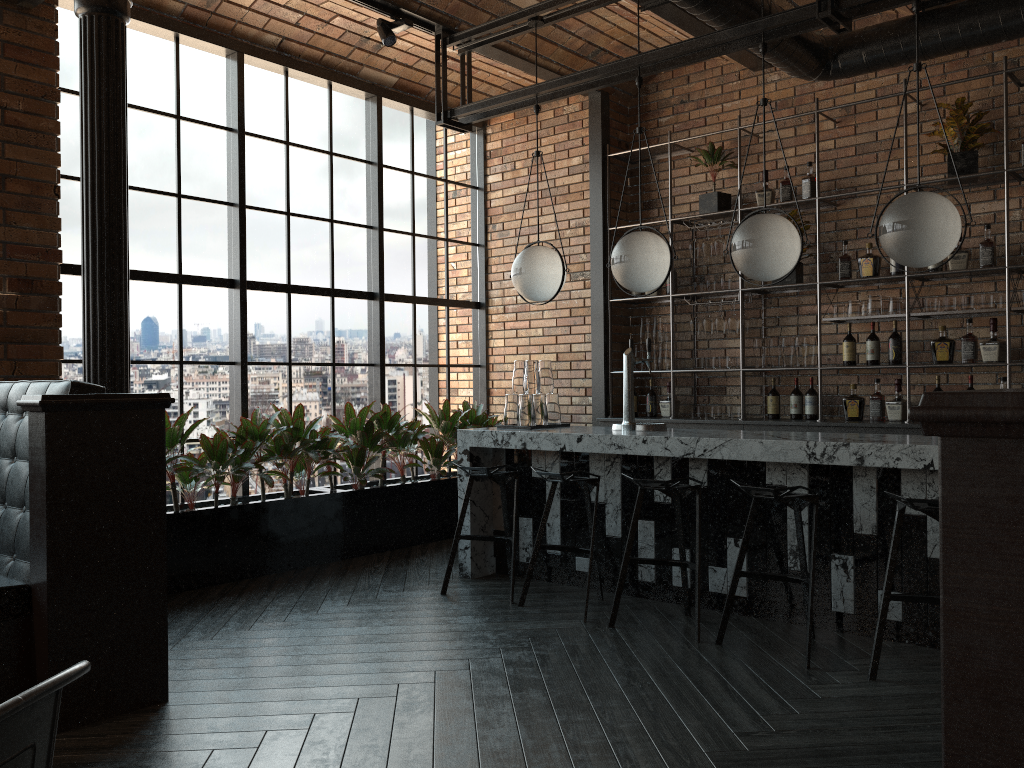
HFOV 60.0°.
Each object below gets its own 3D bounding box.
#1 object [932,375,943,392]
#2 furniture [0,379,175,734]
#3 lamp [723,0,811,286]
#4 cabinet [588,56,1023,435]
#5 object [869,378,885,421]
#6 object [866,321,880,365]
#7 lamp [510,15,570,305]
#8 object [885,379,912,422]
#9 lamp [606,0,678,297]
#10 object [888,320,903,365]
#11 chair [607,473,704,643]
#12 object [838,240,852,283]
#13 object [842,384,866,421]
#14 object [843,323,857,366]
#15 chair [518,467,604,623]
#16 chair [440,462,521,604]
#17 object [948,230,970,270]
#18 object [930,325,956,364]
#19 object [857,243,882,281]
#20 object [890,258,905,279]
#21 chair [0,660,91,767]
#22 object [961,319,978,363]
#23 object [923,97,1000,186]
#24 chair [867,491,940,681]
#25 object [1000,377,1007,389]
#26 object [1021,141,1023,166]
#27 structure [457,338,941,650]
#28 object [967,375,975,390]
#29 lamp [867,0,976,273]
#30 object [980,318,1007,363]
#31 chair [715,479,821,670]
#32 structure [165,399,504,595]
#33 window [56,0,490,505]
[{"bbox_3d":[2.691,0.093,5.599,0.086,0.297,0.086,-1,0,-16],"label":"object"},{"bbox_3d":[-3.776,0.610,1.889,1.979,1.212,5.451,-1,0,40],"label":"furniture"},{"bbox_3d":[1.271,-1.372,4.473,0.340,1.754,0.340,-1,0,-4],"label":"lamp"},{"bbox_3d":[2.017,-0.677,6.149,7.075,3.779,0.564,-1,0,40],"label":"cabinet"},{"bbox_3d":[2.417,0.104,5.867,0.083,0.282,0.083,-1,0,41],"label":"object"},{"bbox_3d":[2.407,-0.268,5.912,0.086,0.298,0.086,-1,0,-1],"label":"object"},{"bbox_3d":[0.156,-1.359,5.424,0.340,1.754,0.340,-1,0,-4],"label":"lamp"},{"bbox_3d":[2.513,0.105,5.766,0.123,0.279,0.123,-1,0,-36],"label":"object"},{"bbox_3d":[0.713,-1.365,4.949,0.340,1.754,0.340,-1,0,-4],"label":"lamp"},{"bbox_3d":[2.504,-0.268,5.793,0.086,0.297,0.086,-1,0,-1],"label":"object"},{"bbox_3d":[0.761,0.795,4.280,0.475,0.737,0.414,-1,0,35],"label":"chair"},{"bbox_3d":[2.254,-0.828,5.997,0.083,0.282,0.083,-1,0,26],"label":"object"},{"bbox_3d":[2.299,0.124,5.966,0.151,0.248,0.094,-1,0,29],"label":"object"},{"bbox_3d":[2.280,-0.265,5.988,0.086,0.299,0.086,-1,0,-1],"label":"object"},{"bbox_3d":[0.332,0.800,4.645,0.414,0.737,0.475,-1,0,-45],"label":"chair"},{"bbox_3d":[-0.102,0.805,5.016,0.475,0.737,0.414,-1,0,30],"label":"chair"},{"bbox_3d":[2.783,-0.832,5.527,0.123,0.279,0.123,-1,0,29],"label":"object"},{"bbox_3d":[2.722,-0.245,5.602,0.151,0.248,0.094,-1,0,29],"label":"object"},{"bbox_3d":[2.376,-0.812,5.892,0.151,0.248,0.094,-1,0,44],"label":"object"},{"bbox_3d":[2.515,-0.838,5.792,0.086,0.298,0.086,-1,0,-1],"label":"object"},{"bbox_3d":[-0.772,0.751,0.934,0.558,0.857,0.504,-1,0,5],"label":"chair"},{"bbox_3d":[2.839,-0.264,5.503,0.083,0.282,0.083,-1,0,41],"label":"object"},{"bbox_3d":[2.811,-1.529,5.563,0.425,0.526,0.430,-1,0,43],"label":"object"},{"bbox_3d":[1.690,0.783,3.487,0.475,0.737,0.414,-1,0,35],"label":"chair"},{"bbox_3d":[2.985,0.097,5.382,0.083,0.282,0.083,-1,0,26],"label":"object"},{"bbox_3d":[3.086,-1.411,5.282,0.083,0.282,0.083,-1,0,41],"label":"object"},{"bbox_3d":[2.329,0.431,4.396,5.346,1.430,1.930,-1,0,40],"label":"structure"},{"bbox_3d":[2.850,0.091,5.507,0.086,0.298,0.086,-1,0,-1],"label":"object"},{"bbox_3d":[1.829,-1.379,3.998,0.340,1.754,0.340,-1,0,-4],"label":"lamp"},{"bbox_3d":[2.936,-0.263,5.403,0.123,0.279,0.123,-1,0,-36],"label":"object"},{"bbox_3d":[1.203,0.789,3.903,0.414,0.737,0.475,-1,0,-40],"label":"chair"},{"bbox_3d":[-1.278,0.653,6.095,0.757,1.072,4.107,-1,0,39],"label":"structure"},{"bbox_3d":[-5.522,-0.639,1.743,0.168,3.253,16.179,-1,0,40],"label":"window"}]
